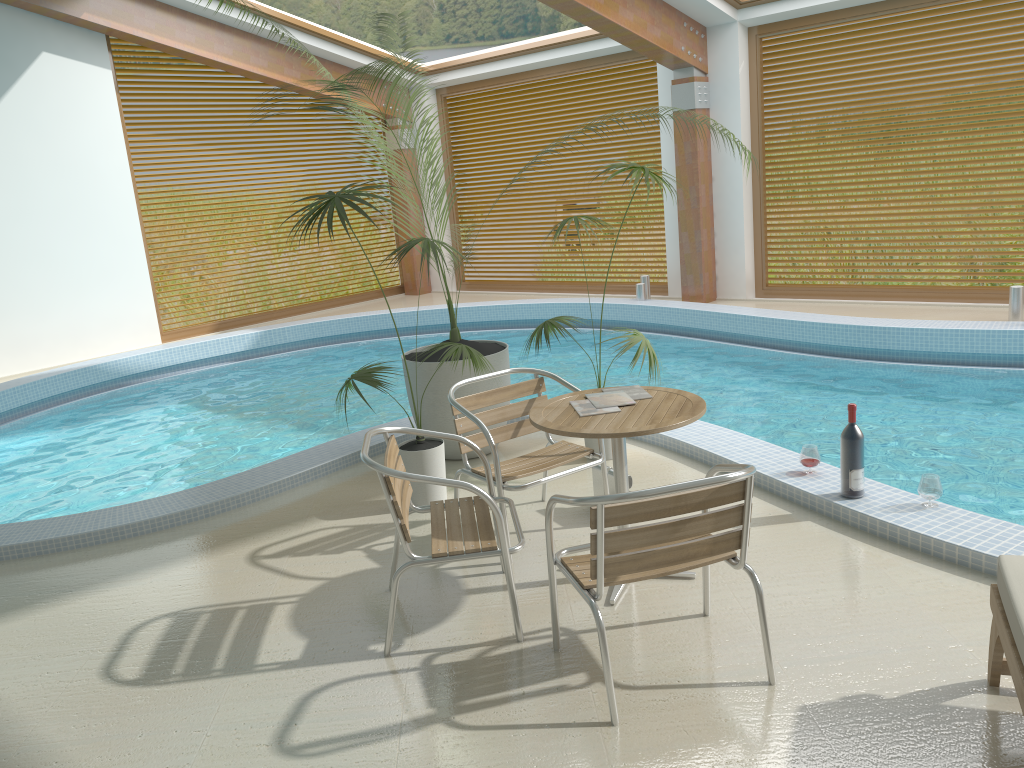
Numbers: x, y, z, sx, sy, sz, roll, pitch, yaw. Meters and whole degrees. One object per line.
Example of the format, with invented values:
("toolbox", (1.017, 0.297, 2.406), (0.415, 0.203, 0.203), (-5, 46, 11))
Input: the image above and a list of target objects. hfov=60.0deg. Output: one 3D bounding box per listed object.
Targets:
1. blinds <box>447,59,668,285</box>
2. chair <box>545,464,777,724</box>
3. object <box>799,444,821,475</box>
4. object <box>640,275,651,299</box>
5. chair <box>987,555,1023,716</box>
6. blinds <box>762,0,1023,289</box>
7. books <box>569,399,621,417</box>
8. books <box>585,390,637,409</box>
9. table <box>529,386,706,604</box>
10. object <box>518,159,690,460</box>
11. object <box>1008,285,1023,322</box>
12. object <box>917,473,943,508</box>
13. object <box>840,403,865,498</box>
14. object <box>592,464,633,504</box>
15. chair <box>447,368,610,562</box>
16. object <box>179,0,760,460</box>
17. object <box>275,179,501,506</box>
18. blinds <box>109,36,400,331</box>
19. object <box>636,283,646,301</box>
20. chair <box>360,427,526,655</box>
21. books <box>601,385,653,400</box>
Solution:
("blinds", (0.646, -2.777, 12.355), (4.200, 2.921, 0.095), (7, 18, 42))
("chair", (0.471, 0.588, 2.944), (0.618, 0.727, 0.563), (-9, 14, -14))
("object", (1.486, 0.376, 4.421), (0.102, 0.137, 0.102), (-15, 17, -37))
("object", (1.642, -1.172, 10.909), (0.115, 0.320, 0.115), (-5, 13, 2))
("chair", (1.449, 0.729, 1.675), (0.861, 0.866, 1.903), (0, 14, 21))
("blinds", (4.374, -2.340, 9.002), (4.200, 2.921, 0.095), (7, 18, 42))
("books", (0.333, 0.091, 3.574), (0.166, 0.004, 0.241), (-7, 13, -5))
("books", (0.403, 0.062, 3.648), (0.166, 0.004, 0.241), (-7, 13, -5))
("table", (0.449, 0.443, 3.617), (0.700, 0.720, 0.700), (-12, 15, -27))
("object", (0.550, -0.416, 5.099), (1.059, 1.695, 0.791), (2, 15, 29))
("object", (4.419, -0.696, 7.770), (0.115, 0.320, 0.115), (-5, 13, 2))
("object", (1.834, 0.468, 3.889), (0.102, 0.137, 0.102), (-15, 17, -37))
("object", (1.554, 0.301, 4.049), (0.109, 0.435, 0.109), (-8, 13, -12))
("object", (0.507, 0.518, 4.367), (0.081, 0.223, 0.272), (-12, 15, -26))
("chair", (0.068, 0.339, 4.168), (0.618, 0.727, 0.563), (-14, 16, -33))
("object", (-0.268, -1.009, 5.151), (2.979, 2.960, 2.729), (-13, 15, -29))
("object", (-0.563, -0.167, 4.482), (1.059, 1.695, 0.791), (-8, 13, -11))
("blinds", (-3.455, -2.991, 12.437), (0.099, 4.025, 4.500), (7, 18, 42))
("object", (1.533, -1.100, 10.550), (0.115, 0.204, 0.115), (-7, 13, -6))
("chair", (-0.252, 0.541, 3.436), (0.563, 0.727, 0.618), (-6, 13, -4))
("books", (0.481, 0.040, 3.732), (0.166, 0.004, 0.241), (-7, 13, -5))
